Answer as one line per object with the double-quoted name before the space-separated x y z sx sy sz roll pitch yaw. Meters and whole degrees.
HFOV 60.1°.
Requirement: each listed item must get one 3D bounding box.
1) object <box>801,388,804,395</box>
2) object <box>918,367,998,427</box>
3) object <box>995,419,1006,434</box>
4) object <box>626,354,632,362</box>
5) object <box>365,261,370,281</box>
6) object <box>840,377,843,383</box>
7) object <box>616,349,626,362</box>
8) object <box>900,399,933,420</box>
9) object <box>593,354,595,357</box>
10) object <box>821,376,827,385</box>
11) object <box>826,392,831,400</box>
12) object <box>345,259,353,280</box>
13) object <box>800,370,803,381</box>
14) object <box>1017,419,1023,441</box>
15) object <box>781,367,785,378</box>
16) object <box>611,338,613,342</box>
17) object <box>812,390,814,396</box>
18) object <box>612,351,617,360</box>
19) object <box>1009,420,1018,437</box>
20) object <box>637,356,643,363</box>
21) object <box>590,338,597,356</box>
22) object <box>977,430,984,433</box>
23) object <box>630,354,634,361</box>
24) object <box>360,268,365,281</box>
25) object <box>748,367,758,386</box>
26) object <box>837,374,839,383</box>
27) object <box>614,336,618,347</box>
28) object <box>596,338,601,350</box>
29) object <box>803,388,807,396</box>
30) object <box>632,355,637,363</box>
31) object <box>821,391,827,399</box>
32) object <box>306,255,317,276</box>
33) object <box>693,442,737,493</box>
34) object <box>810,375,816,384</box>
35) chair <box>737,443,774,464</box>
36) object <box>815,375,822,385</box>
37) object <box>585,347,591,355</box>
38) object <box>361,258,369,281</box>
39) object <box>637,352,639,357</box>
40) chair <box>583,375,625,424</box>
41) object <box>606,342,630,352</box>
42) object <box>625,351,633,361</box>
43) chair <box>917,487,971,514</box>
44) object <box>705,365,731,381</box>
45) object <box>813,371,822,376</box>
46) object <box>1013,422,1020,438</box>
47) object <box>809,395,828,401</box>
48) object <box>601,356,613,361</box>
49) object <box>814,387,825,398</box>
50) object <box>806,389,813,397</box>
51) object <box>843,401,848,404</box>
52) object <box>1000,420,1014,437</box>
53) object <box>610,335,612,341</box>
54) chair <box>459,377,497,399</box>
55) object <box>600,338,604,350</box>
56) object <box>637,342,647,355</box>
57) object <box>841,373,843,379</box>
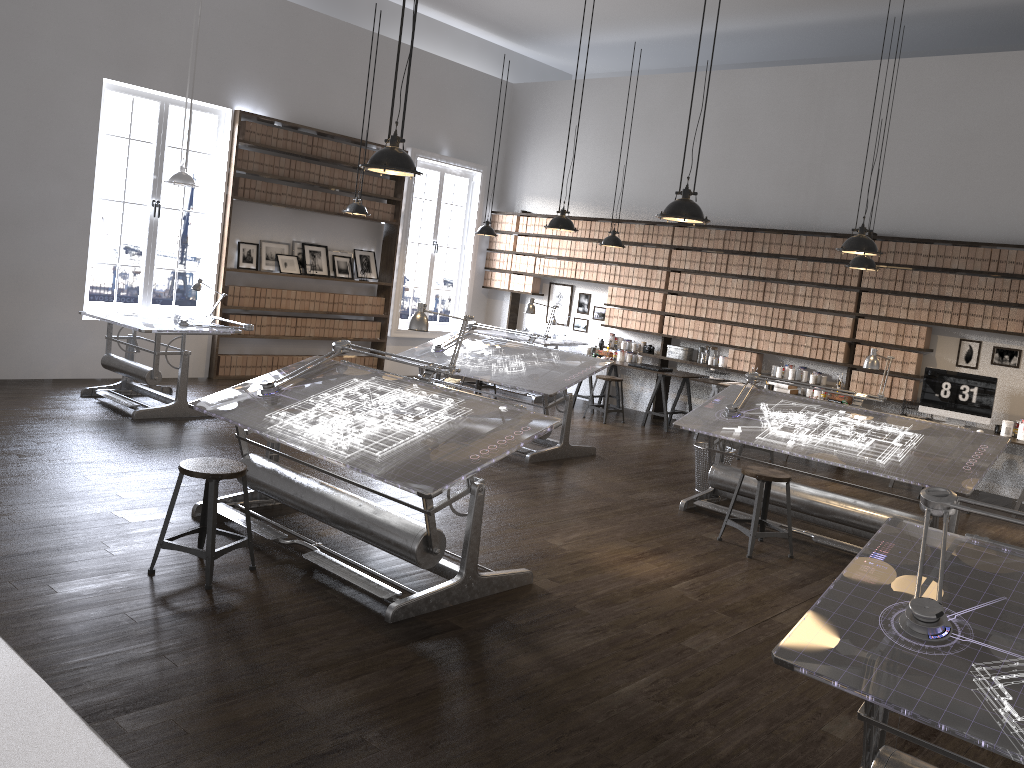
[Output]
"object" 3.175 0.072 9.627 0.062 0.094 0.062 6 5 -8
"object" 4.284 0.143 8.512 0.646 0.516 0.204 12 7 41
"object" 4.595 0.397 8.326 0.097 0.142 0.092 9 6 21
"object" 1.457 -0.320 11.034 0.062 0.094 0.062 6 5 -9
"object" -1.876 -1.462 11.487 0.040 0.261 0.110 11 6 41
"object" 3.426 0.016 9.263 0.008 0.185 0.072 7 5 -7
"object" 1.369 -0.357 11.095 0.105 0.141 0.104 11 6 33
"object" 4.037 0.253 8.807 0.285 0.160 0.204 11 7 33
"object" 1.051 -0.366 11.236 0.049 0.037 0.049 12 8 37
"object" 3.410 -0.039 9.688 0.062 0.095 0.062 5 5 -17
"object" 3.345 0.133 9.367 0.059 0.088 0.060 2 7 -44
"object" -2.062 -1.450 11.222 0.040 0.259 0.124 11 6 41
"object" 3.205 -0.095 9.846 0.045 0.127 0.044 4 5 -31
"object" 4.666 0.423 8.016 0.144 0.195 0.145 8 5 13
"object" 3.035 -0.131 9.959 0.045 0.127 0.044 11 6 41
"object" 1.249 -0.507 11.215 0.056 0.192 0.006 11 6 40
"object" 3.230 0.090 9.538 0.045 0.101 0.044 11 6 41
"object" 1.292 -0.355 11.110 0.050 0.111 0.049 11 6 38
"object" 4.647 0.416 8.211 0.095 0.142 0.097 4 6 -32
"object" 1.592 -0.303 11.036 0.062 0.094 0.062 7 5 0
"object" 1.043 -0.470 11.282 0.069 0.229 0.068 11 6 38
"object" 4.314 0.437 8.157 0.059 0.028 0.106 12 9 37
"object" 1.498 -0.321 11.080 0.045 0.101 0.044 11 6 41
"object" -1.920 -1.402 11.352 0.040 0.165 0.066 11 6 41
"object" 2.725 -0.087 10.019 0.101 0.208 0.102 7 5 -4
"object" 3.416 0.001 9.276 0.007 0.213 0.055 3 6 -42
"object" 1.347 -0.548 11.504 0.050 0.139 0.051 11 6 39
"object" 1.091 -0.474 11.336 0.069 0.236 0.068 11 6 38
"object" 3.177 0.081 9.560 0.063 0.093 0.063 6 5 -8
"object" 1.526 -0.310 11.031 0.062 0.093 0.063 7 5 0
"object" 3.285 0.118 9.335 0.049 0.111 0.050 2 7 -45
"object" -2.435 -1.441 10.780 0.040 0.259 0.174 11 6 41
"object" 1.655 0.707 7.327 0.352 0.376 0.355 4 6 -27
"object" 3.279 -0.051 9.651 0.062 0.095 0.062 5 5 -17
"chair" 2.526 0.526 9.064 0.372 0.526 0.359 8 5 14
"object" 3.344 -0.044 9.665 0.062 0.094 0.063 5 5 -17
"object" 0.976 -0.421 11.323 0.068 0.104 0.069 2 7 -44
"object" -1.898 -1.477 11.415 0.040 0.303 0.118 11 6 41
"object" 1.570 -0.333 11.094 0.030 0.133 0.004 10 5 37
"chair" 1.112 0.179 10.415 0.358 0.526 0.374 3 7 -40
"object" 1.357 -0.472 11.283 0.344 0.145 0.077 4 6 -26
"object" 1.474 -0.344 11.144 0.094 0.127 0.095 2 8 -45
"chair" 3.883 0.843 7.891 0.359 0.526 0.373 8 5 9
"object" 2.366 -0.127 10.172 0.205 0.160 0.284 12 8 41
"object" 3.367 -0.070 9.789 0.094 0.129 0.095 10 6 28
"object" 4.647 0.427 8.122 0.068 0.154 0.069 9 5 18
"object" 3.196 0.154 9.214 0.197 0.050 0.132 9 7 12
"object" 1.176 -0.325 11.012 0.132 0.050 0.198 5 7 -20
"object" 3.264 0.092 9.407 0.104 0.141 0.105 2 7 -41
"object" 3.189 0.091 9.491 0.062 0.094 0.062 7 5 1
"object" 3.431 0.198 9.117 0.049 0.037 0.049 1 9 -45
"object" 4.557 0.412 8.151 0.094 0.144 0.095 5 6 -23
"object" 1.237 -0.514 11.206 0.007 0.213 0.055 6 5 -14
"chair" -0.403 -0.096 11.108 0.358 0.526 0.374 3 7 -40
"object" 1.147 -0.472 11.399 0.069 0.229 0.068 11 6 38
"object" 1.646 -0.453 11.217 0.107 0.161 0.237 8 6 7
"object" 3.441 -0.003 9.274 0.020 0.227 0.007 6 4 -17
